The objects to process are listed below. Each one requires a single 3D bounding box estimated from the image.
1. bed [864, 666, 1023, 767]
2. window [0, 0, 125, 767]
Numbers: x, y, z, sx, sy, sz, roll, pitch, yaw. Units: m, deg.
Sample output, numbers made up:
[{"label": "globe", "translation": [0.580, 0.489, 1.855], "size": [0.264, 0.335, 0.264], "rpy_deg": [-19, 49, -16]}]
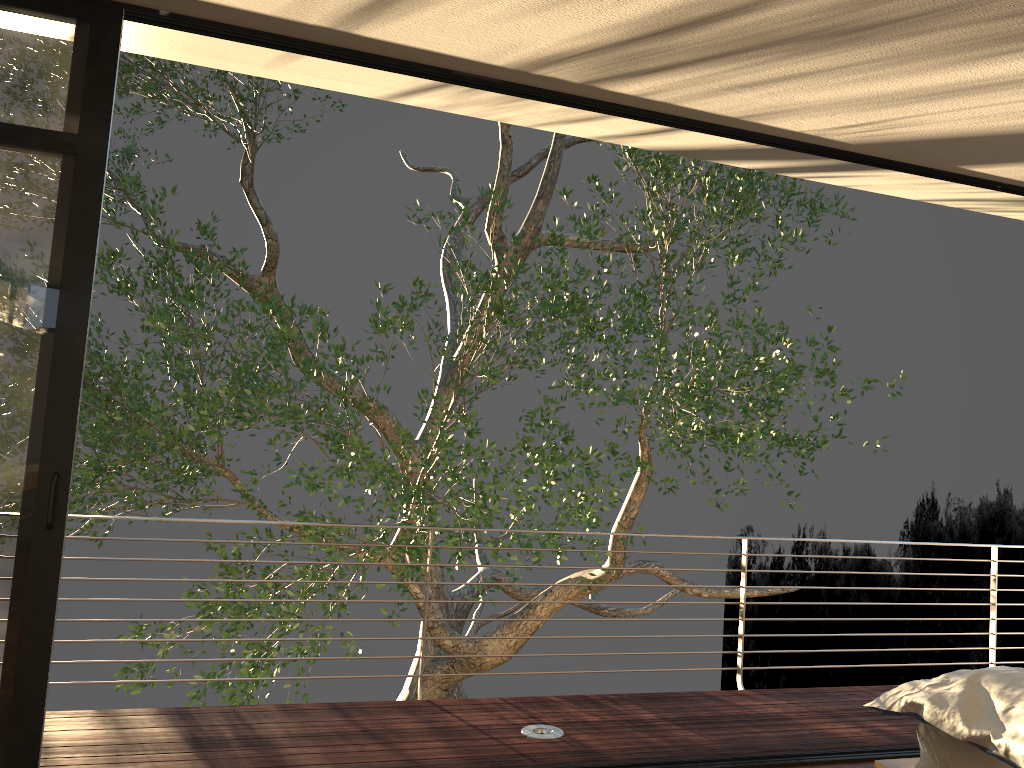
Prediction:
[{"label": "bed", "translation": [2.255, 1.103, 2.064], "size": [1.865, 0.713, 2.107], "rpy_deg": [5, -4, -17]}, {"label": "window", "translation": [2.580, 0.115, 0.632], "size": [10.534, 2.518, 6.688], "rpy_deg": [5, -4, -18]}]
